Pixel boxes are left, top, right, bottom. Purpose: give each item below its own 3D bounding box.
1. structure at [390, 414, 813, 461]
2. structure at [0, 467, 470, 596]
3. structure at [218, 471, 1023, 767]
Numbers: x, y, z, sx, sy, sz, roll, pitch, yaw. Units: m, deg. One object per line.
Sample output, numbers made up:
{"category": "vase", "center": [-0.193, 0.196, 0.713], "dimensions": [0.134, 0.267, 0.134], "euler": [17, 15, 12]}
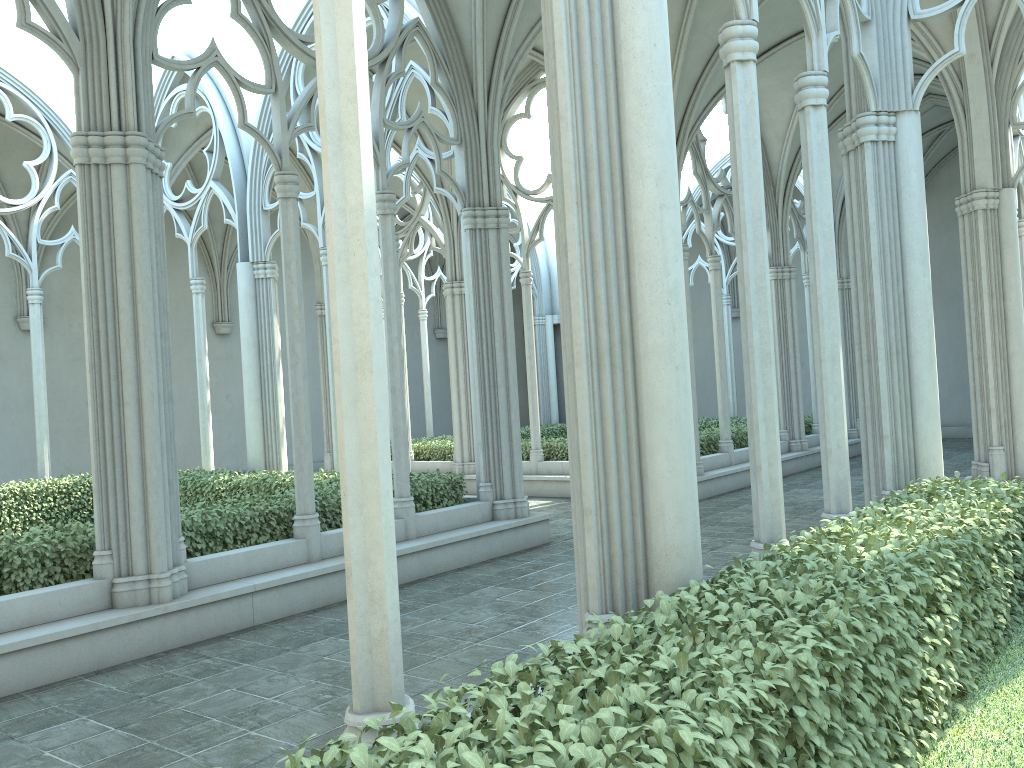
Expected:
{"category": "structure", "center": [2.086, 1.443, 20.327], "dimensions": [7.995, 0.963, 8.018], "euler": [-4, -1, 39]}
{"category": "structure", "center": [-6.051, 1.798, 10.112], "dimensions": [7.995, 0.963, 8.018], "euler": [-4, -1, 39]}
{"category": "structure", "center": [4.145, 1.079, 1.956], "dimensions": [7.995, 0.963, 8.018], "euler": [-4, -1, 39]}
